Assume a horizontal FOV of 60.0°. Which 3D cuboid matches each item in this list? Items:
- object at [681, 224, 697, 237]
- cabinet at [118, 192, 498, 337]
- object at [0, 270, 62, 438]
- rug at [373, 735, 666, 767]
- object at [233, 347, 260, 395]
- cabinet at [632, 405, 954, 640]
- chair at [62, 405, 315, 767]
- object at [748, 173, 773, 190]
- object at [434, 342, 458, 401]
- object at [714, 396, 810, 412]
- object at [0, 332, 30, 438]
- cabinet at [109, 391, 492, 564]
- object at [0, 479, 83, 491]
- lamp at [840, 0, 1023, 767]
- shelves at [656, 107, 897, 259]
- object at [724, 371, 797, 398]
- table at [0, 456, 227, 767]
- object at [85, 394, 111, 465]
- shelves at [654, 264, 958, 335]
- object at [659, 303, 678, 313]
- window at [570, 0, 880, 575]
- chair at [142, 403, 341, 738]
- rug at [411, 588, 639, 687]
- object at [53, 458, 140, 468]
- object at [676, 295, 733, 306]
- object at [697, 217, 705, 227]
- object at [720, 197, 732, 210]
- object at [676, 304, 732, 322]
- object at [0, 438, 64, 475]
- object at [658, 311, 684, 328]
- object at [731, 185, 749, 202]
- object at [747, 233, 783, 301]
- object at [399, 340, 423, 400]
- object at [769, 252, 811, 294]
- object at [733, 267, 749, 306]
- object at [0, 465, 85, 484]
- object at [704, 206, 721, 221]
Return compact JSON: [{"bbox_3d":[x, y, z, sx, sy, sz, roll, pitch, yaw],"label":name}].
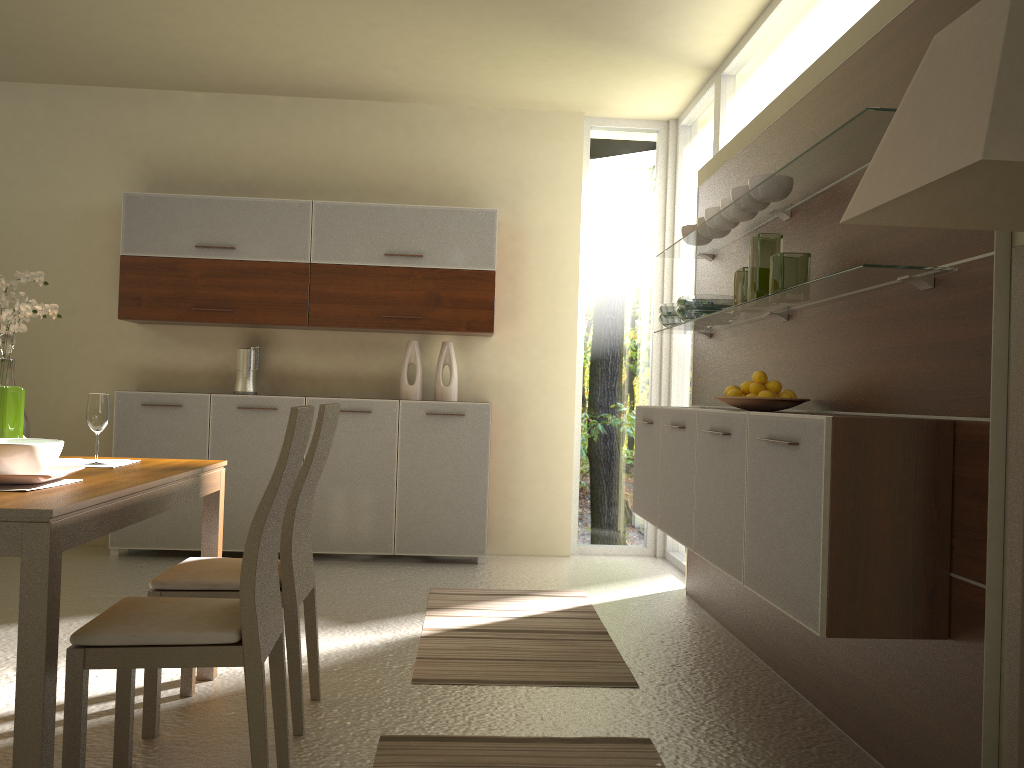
[{"bbox_3d":[0.910,-0.728,4.339,0.163,0.077,0.163,3,-1,-45],"label":"object"},{"bbox_3d":[-1.265,-0.751,5.676,2.318,0.789,0.372,2,-1,-3],"label":"cabinet"},{"bbox_3d":[-1.533,-0.046,2.660,0.304,0.608,0.302,2,-1,0],"label":"object"},{"bbox_3d":[0.058,1.089,1.962,0.843,0.010,1.613,2,-1,-3],"label":"rug"},{"bbox_3d":[-1.681,-0.085,5.656,0.181,0.305,0.150,2,-1,3],"label":"object"},{"bbox_3d":[0.881,0.388,3.519,0.372,0.570,2.463,2,-1,-3],"label":"cabinet"},{"bbox_3d":[-0.806,0.558,2.294,0.507,1.017,0.404,2,-1,-6],"label":"chair"},{"bbox_3d":[0.978,-0.741,3.354,0.163,0.077,0.163,3,-1,-45],"label":"object"},{"bbox_3d":[-0.424,-0.081,5.742,0.153,0.384,0.153,1,-1,30],"label":"object"},{"bbox_3d":[0.911,0.076,3.239,0.337,0.053,0.337,1,-1,28],"label":"object"},{"bbox_3d":[-1.698,0.037,2.971,0.156,0.426,0.156,1,-1,38],"label":"object"},{"bbox_3d":[-1.308,0.590,5.657,2.318,1.018,0.372,2,-1,-3],"label":"cabinet"},{"bbox_3d":[-1.468,0.249,2.284,0.589,0.010,0.287,2,-1,0],"label":"object"},{"bbox_3d":[0.919,0.220,1.585,0.499,1.782,0.499,2,-1,-3],"label":"lamp"},{"bbox_3d":[0.975,-0.695,3.539,0.255,0.008,2.463,2,-1,-3],"label":"shelves"},{"bbox_3d":[0.906,0.021,3.256,0.230,0.139,0.259,2,-1,-34],"label":"object"},{"bbox_3d":[-1.522,0.651,2.538,1.000,0.790,1.411,2,-1,-3],"label":"table"},{"bbox_3d":[-1.358,0.148,2.908,0.075,0.232,0.075,3,-1,-45],"label":"object"},{"bbox_3d":[0.962,-0.287,3.533,0.255,0.008,2.463,2,-1,-3],"label":"shelves"},{"bbox_3d":[0.878,-0.358,4.428,0.288,0.068,0.288,3,-1,-45],"label":"object"},{"bbox_3d":[-1.750,-0.441,3.720,6.429,3.000,4.466,2,-1,-6],"label":"window"},{"bbox_3d":[-0.854,0.565,2.883,0.507,1.017,0.404,2,-1,-3],"label":"chair"},{"bbox_3d":[0.015,1.116,4.061,0.842,0.007,1.613,2,-1,-3],"label":"rug"},{"bbox_3d":[-1.580,0.255,2.938,0.589,0.010,0.287,2,-1,-7],"label":"object"},{"bbox_3d":[0.903,-0.362,4.081,0.288,0.068,0.288,3,-1,-45],"label":"object"},{"bbox_3d":[0.945,-0.730,4.136,0.163,0.077,0.163,3,-1,-45],"label":"object"},{"bbox_3d":[0.960,-0.736,3.736,0.163,0.077,0.163,1,-1,38],"label":"object"},{"bbox_3d":[0.902,-0.319,4.080,0.288,0.068,0.288,3,-1,-45],"label":"object"},{"bbox_3d":[-1.298,0.198,2.307,0.233,0.101,0.233,2,-1,-15],"label":"object"},{"bbox_3d":[0.876,-0.315,4.427,0.288,0.068,0.288,3,-1,-45],"label":"object"},{"bbox_3d":[0.956,-0.739,3.541,0.163,0.077,0.163,3,-1,-45],"label":"object"},{"bbox_3d":[0.947,-0.428,3.317,0.099,0.259,0.099,2,-1,-4],"label":"object"},{"bbox_3d":[-0.646,-0.089,5.728,0.153,0.384,0.153,1,-1,30],"label":"object"},{"bbox_3d":[0.978,-0.378,3.126,0.112,0.160,0.111,2,-1,-4],"label":"object"},{"bbox_3d":[0.944,-0.373,3.497,0.111,0.160,0.112,2,-1,-4],"label":"object"},{"bbox_3d":[-1.299,0.238,2.306,0.283,0.033,0.283,2,-1,-9],"label":"object"},{"bbox_3d":[0.936,-0.734,3.934,0.163,0.077,0.163,3,-1,-45],"label":"object"}]
